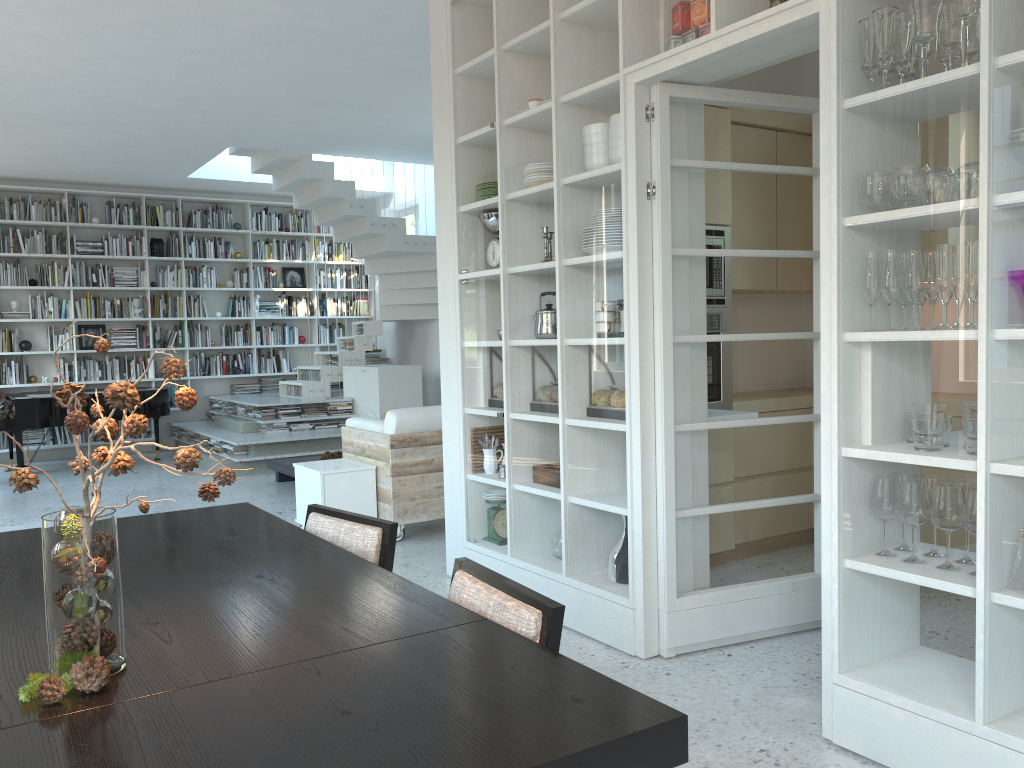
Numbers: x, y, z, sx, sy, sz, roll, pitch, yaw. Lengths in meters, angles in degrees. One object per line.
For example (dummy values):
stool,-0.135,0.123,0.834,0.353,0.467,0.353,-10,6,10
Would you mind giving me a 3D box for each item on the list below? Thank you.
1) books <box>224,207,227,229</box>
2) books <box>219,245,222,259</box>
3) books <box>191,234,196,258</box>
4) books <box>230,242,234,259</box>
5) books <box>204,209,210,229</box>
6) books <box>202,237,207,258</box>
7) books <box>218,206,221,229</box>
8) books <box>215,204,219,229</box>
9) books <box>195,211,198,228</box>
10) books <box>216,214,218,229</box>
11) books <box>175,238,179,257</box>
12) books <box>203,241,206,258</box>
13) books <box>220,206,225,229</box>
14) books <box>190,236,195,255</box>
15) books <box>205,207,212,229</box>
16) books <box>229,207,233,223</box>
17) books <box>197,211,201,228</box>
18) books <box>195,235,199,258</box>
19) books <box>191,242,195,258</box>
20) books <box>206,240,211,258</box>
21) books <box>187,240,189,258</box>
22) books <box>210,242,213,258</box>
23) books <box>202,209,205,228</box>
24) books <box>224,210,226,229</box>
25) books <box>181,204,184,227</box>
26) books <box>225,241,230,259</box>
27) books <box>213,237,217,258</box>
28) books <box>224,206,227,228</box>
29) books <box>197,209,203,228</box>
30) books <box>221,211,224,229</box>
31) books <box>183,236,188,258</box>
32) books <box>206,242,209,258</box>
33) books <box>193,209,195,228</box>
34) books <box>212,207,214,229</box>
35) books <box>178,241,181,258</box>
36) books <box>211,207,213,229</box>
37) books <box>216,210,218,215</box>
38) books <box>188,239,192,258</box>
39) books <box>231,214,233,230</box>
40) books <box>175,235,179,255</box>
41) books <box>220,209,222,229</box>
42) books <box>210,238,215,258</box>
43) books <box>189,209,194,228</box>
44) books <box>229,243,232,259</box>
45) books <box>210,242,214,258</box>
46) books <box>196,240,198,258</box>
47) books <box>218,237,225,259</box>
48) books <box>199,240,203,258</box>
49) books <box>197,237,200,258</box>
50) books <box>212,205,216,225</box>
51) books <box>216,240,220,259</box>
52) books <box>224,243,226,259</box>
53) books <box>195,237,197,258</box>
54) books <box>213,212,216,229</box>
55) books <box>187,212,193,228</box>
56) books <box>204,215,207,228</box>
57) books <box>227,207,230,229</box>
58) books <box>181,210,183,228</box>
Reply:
books,-3.684,-2.104,11.346,0.019,0.299,0.137,-4,4,-33
books,-3.743,-1.674,11.319,0.027,0.182,0.176,-4,4,-33
books,-4.002,-1.720,11.147,0.014,0.307,0.152,-4,4,-33
books,-3.619,-1.706,11.418,0.026,0.229,0.140,-4,4,-33
books,-3.855,-2.071,11.209,0.028,0.258,0.184,-4,4,-33
books,-3.897,-1.716,11.235,0.013,0.284,0.154,-4,4,-33
books,-3.744,-2.098,11.277,0.015,0.299,0.183,-4,4,-33
books,-3.763,-2.113,11.284,0.007,0.329,0.183,-4,4,-33
books,-3.978,-2.050,11.141,0.013,0.229,0.173,-4,4,-33
books,-3.770,-2.048,11.265,0.018,0.201,0.188,-4,4,-33
books,-4.176,-1.681,11.018,0.013,0.248,0.186,-4,4,-33
books,-3.915,-1.685,11.229,0.028,0.223,0.142,-4,4,-33
books,-3.700,-2.106,11.322,0.008,0.307,0.182,-4,4,-33
books,-4.015,-1.708,11.146,0.011,0.283,0.172,-4,4,-33
books,-3.847,-2.090,11.241,0.024,0.292,0.167,-4,4,-33
books,-3.611,-2.111,11.379,0.006,0.306,0.163,-4,4,-33
books,-3.960,-2.050,11.169,0.028,0.226,0.163,-4,4,-33
books,-3.978,-1.717,11.180,0.021,0.296,0.138,-4,4,-33
books,-4.021,-1.669,11.125,0.026,0.208,0.181,-4,4,-33
books,-3.853,-1.695,11.248,0.023,0.237,0.149,-4,4,-33
books,-4.072,-1.683,11.120,0.012,0.240,0.138,-4,4,-33
books,-3.826,-1.681,11.248,0.021,0.209,0.180,-4,4,-33
books,-3.915,-2.068,11.199,0.021,0.256,0.168,-4,4,-33
books,-3.694,-2.082,11.335,0.014,0.259,0.149,-4,4,-33
books,-4.120,-2.079,11.041,0.019,0.304,0.175,-4,4,-33
books,-3.654,-1.705,11.363,0.054,0.235,0.171,-4,4,-33
books,-3.794,-1.723,11.301,0.012,0.285,0.159,-4,4,-33
books,-3.683,-2.116,11.367,0.008,0.322,0.133,-4,4,-33
books,-3.935,-2.066,11.183,0.030,0.255,0.161,-4,4,-33
books,-3.717,-2.078,11.323,0.024,0.252,0.149,-4,4,-33
books,-4.084,-1.705,11.094,0.012,0.285,0.159,-4,4,-33
books,-3.879,-1.683,11.245,0.025,0.216,0.144,-4,4,-33
books,-4.013,-2.056,11.134,0.011,0.244,0.172,-4,4,-33
books,-3.818,-2.089,11.268,0.007,0.285,0.159,-4,4,-33
books,-4.149,-1.666,11.036,0.008,0.214,0.223,-4,4,-33
books,-3.836,-2.093,11.262,0.017,0.295,0.138,-4,4,-33
books,-3.768,-2.074,11.283,0.008,0.251,0.170,-4,4,-33
books,-4.053,-1.686,11.125,0.026,0.243,0.148,-4,4,-33
books,-3.618,-2.062,11.376,0.014,0.209,0.188,-4,4,-33
books,-4.174,-1.705,11.058,0.005,0.292,0.130,-4,4,-33
books,-3.731,-2.088,11.314,0.008,0.275,0.163,-4,4,-33
books,-3.812,-1.711,11.274,0.012,0.265,0.156,-4,4,-33
books,-4.017,-2.055,11.121,0.009,0.244,0.173,-4,4,-33
books,-3.640,-1.697,11.384,0.048,0.217,0.182,-4,4,-33
books,-3.821,-1.689,11.268,0.011,0.222,0.159,-4,4,-33
books,-3.986,-1.686,11.169,0.012,0.236,0.165,-4,4,-33
books,-3.713,-1.726,11.321,0.029,0.285,0.183,-4,4,-33
books,-3.938,-1.691,11.187,0.027,0.241,0.160,-4,4,-33
books,-3.968,-1.709,11.195,0.012,0.277,0.133,-4,4,-33
books,-3.791,-2.103,11.269,0.006,0.312,0.179,-4,4,-33
books,-3.765,-1.700,11.298,0.030,0.238,0.185,-4,4,-33
books,-3.695,-1.692,11.351,0.030,0.213,0.156,-4,4,-33
books,-3.991,-1.702,11.154,0.010,0.269,0.166,-4,4,-33
books,-3.797,-2.062,11.260,0.018,0.231,0.160,-4,4,-33
books,-4.035,-2.034,11.102,0.046,0.206,0.183,-4,4,-33
books,-3.901,-2.037,11.230,0.031,0.191,0.132,-4,4,-33
books,-3.653,-2.104,11.353,0.013,0.297,0.188,-4,4,-33
books,-4.141,-2.041,11.039,0.033,0.230,0.175,-4,4,-33
